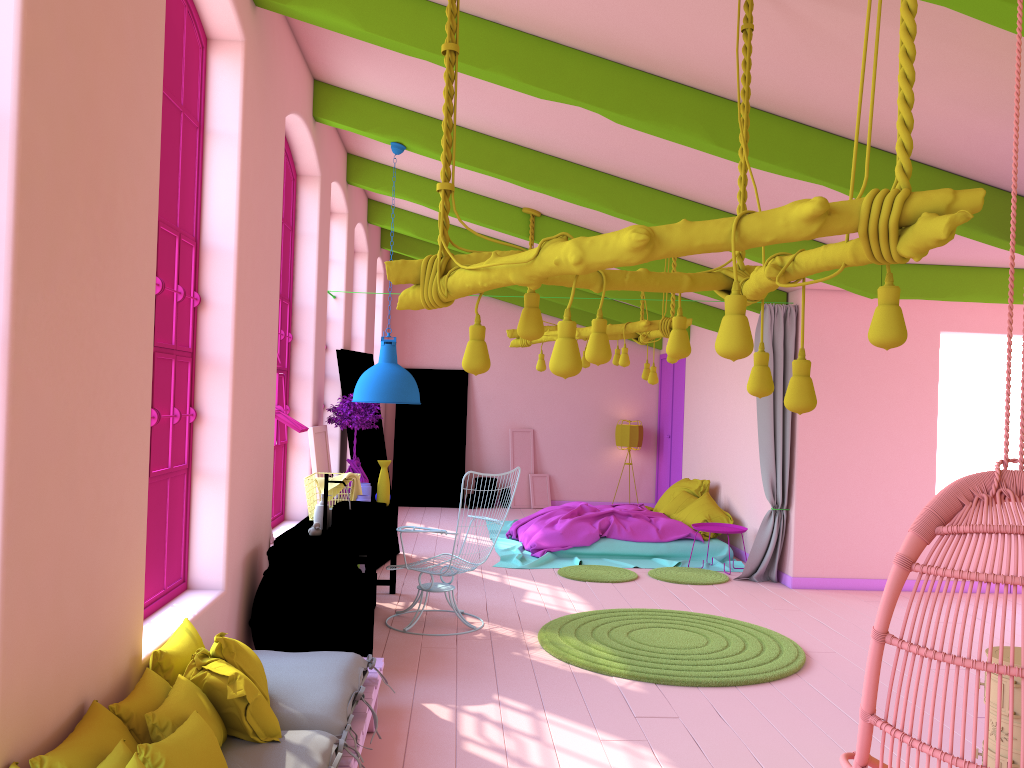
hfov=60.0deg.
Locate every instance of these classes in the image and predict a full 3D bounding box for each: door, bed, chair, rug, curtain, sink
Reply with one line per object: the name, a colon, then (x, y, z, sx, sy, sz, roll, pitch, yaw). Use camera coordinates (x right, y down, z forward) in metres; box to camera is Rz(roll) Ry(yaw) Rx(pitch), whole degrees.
door: (-1.311, 0.855, 14.229, 1.153, 2.211, 0.450, 2, 0, -3)
bed: (1.092, 1.730, 11.043, 2.802, 0.514, 3.576, 2, -1, -4)
chair: (1.423, -0.007, 2.491, 0.860, 3.129, 0.806, 2, 0, 16)
rug: (0.869, 1.928, 9.015, 0.792, 0.021, 0.792, 2, -1, -21)
chair: (-0.508, 1.242, 6.844, 0.924, 1.238, 1.079, 2, -1, 31)
curtain: (2.603, 0.602, 8.909, 0.518, 2.785, 0.525, 2, 0, -23)
sink: (-1.051, 0.925, 6.125, 0.340, 0.194, 0.609, 2, -1, -3)
door: (2.468, 0.795, 13.843, 0.108, 2.590, 1.677, 2, -1, -3)
rug: (1.802, 1.960, 9.071, 0.792, 0.021, 0.793, 2, -1, 24)
rug: (1.143, 1.884, 6.484, 1.889, 0.050, 1.889, 2, -1, -16)
door: (-1.491, 0.765, 9.290, 0.450, 2.211, 1.153, 2, 0, 7)

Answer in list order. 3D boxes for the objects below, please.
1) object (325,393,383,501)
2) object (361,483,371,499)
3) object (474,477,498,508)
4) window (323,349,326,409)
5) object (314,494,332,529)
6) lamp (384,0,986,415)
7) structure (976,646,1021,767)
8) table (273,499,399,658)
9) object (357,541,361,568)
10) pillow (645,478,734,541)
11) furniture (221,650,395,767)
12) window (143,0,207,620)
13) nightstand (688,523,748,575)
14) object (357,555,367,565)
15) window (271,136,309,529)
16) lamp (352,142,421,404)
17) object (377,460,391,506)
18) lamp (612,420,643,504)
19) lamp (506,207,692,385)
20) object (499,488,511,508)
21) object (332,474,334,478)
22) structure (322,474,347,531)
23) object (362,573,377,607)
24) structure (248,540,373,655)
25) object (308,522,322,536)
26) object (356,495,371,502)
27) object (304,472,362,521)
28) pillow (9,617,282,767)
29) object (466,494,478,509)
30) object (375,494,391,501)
object: (-1.347, 0.554, 7.553, 0.441, 0.950, 0.502, 2, -1, -43)
object: (-1.237, 0.931, 7.434, 0.109, 0.197, 0.109, 2, -1, 34)
object: (-0.425, 1.747, 14.265, 0.386, 0.471, 0.386, 1, -1, 39)
window: (-1.875, -0.383, 8.390, 0.072, 3.047, 1.275, 2, 0, -3)
object: (-1.272, 0.897, 6.345, 0.165, 0.250, 0.411, 2, -1, 32)
lamp: (0.589, -1.045, 2.835, 1.611, 2.264, 1.775, 2, -1, -22)
structure: (2.125, 0.481, 3.373, 0.577, 2.814, 0.403, 2, 0, 14)
table: (-1.277, 1.418, 6.760, 0.655, 0.820, 2.193, 2, -1, -3)
object: (-1.547, 1.618, 8.542, 0.137, 0.462, 0.284, 2, -1, -18)
pillow: (2.168, 1.609, 11.366, 0.848, 0.822, 2.617, 2, -1, -14)
furniture: (-0.949, 1.522, 2.984, 0.907, 0.507, 3.776, 2, -1, -3)
window: (-1.610, -0.448, 4.018, 0.072, 3.047, 1.275, 2, 0, -3)
nightstand: (2.231, 1.765, 9.566, 0.596, 0.458, 0.596, 1, -1, 34)
object: (0.160, 1.019, 2.587, 2.827, 1.580, 7.865, 2, -1, -3)
window: (-1.764, -0.403, 6.474, 0.492, 3.003, 1.497, 2, 0, -3)
lamp: (-0.930, -0.854, 6.819, 0.528, 2.002, 0.529, 2, 0, 28)
object: (-1.086, 0.841, 7.513, 0.116, 0.383, 0.116, 2, 0, -30)
lamp: (1.905, 1.315, 14.348, 0.491, 1.466, 0.476, 2, 0, 27)
lamp: (1.002, -1.133, 8.412, 1.611, 2.264, 1.775, 2, -1, -22)
object: (-0.080, 1.847, 14.360, 0.260, 0.306, 0.260, 2, -1, 29)
object: (-1.814, 0.996, 8.476, 0.223, 0.272, 0.223, 2, -1, -16)
structure: (-1.232, 0.819, 6.089, 0.166, 0.396, 0.087, 2, 0, 6)
object: (-1.329, 1.693, 7.078, 0.446, 0.277, 0.521, 2, -1, -3)
structure: (-1.187, 1.386, 5.253, 0.718, 0.845, 0.718, 2, -1, -36)
object: (-1.300, 0.955, 5.867, 0.088, 0.088, 0.086, 2, -1, 13)
object: (-1.113, 0.931, 6.618, 0.109, 0.197, 0.109, 2, 0, -11)
object: (-1.335, 0.844, 6.783, 0.444, 0.369, 0.633, 2, -1, -3)
pillow: (-1.099, 1.151, 2.894, 0.578, 0.399, 1.997, 2, -1, -4)
object: (-0.637, 1.859, 14.032, 0.199, 0.234, 0.199, 2, -1, -36)
object: (-1.120, 0.924, 7.710, 0.132, 0.219, 0.132, 2, 0, 13)
